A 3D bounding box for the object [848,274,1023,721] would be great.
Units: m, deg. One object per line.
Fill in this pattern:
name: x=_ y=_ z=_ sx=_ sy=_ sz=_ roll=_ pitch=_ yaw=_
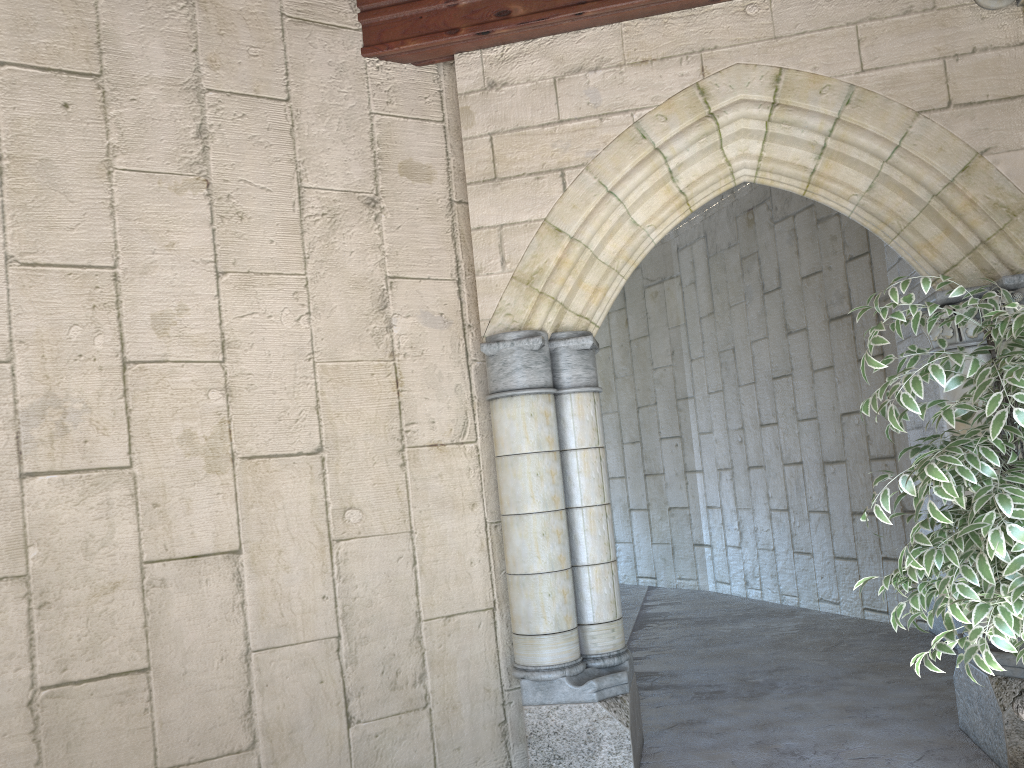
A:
object: x=1.280 y=0.493 z=2.161 sx=0.790 sy=1.613 sz=0.751 roll=-9 pitch=-5 yaw=42
